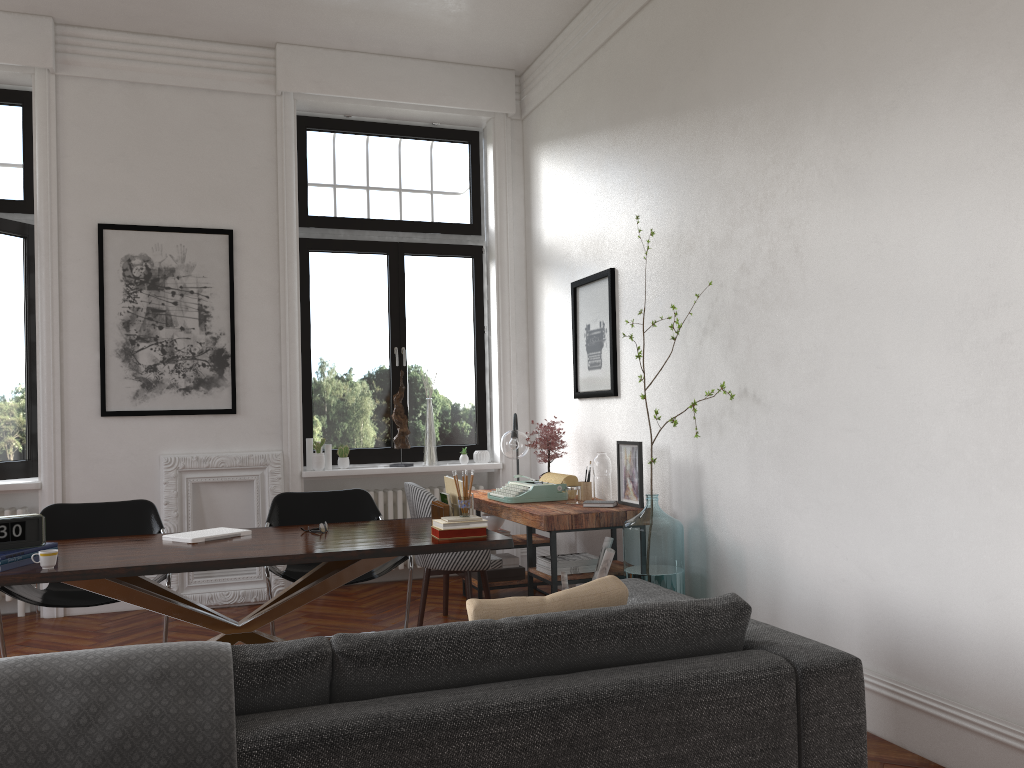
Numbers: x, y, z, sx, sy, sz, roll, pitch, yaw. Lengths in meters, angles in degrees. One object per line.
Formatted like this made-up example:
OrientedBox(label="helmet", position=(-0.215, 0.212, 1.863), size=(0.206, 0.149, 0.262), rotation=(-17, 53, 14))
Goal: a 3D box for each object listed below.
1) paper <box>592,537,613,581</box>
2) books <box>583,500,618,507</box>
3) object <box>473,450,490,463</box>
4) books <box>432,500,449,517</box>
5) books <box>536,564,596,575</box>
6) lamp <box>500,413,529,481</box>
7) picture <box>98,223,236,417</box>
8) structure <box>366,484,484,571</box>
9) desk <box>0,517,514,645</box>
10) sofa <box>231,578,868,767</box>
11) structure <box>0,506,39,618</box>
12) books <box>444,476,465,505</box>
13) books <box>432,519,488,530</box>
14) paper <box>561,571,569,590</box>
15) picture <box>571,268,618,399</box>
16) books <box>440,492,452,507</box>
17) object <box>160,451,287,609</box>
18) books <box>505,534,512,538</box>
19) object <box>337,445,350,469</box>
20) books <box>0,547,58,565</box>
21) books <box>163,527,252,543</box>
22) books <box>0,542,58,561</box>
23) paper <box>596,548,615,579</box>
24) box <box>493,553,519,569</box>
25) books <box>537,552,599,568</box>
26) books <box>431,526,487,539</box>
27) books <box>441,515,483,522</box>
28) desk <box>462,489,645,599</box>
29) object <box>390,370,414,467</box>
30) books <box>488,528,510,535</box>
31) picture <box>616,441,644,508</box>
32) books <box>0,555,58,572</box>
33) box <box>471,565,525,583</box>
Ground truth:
OrientedBox(label="paper", position=(0.419, 1.132, 4.697), size=(0.294, 0.626, 0.047), rotation=(-1, -1, -27))
OrientedBox(label="books", position=(0.492, 0.688, 5.103), size=(0.213, 0.031, 0.129), rotation=(-2, -2, 18))
OrientedBox(label="object", position=(-0.245, 0.586, 7.145), size=(0.132, 0.097, 0.134), rotation=(-3, -2, 40))
OrientedBox(label="books", position=(-0.341, 0.626, 4.230), size=(0.028, 0.124, 0.221), rotation=(-1, -2, -20))
OrientedBox(label="books", position=(0.317, 1.021, 4.939), size=(0.308, 0.038, 0.225), rotation=(-1, -2, -20))
OrientedBox(label="lamp", position=(0.027, 0.480, 6.263), size=(0.207, 0.549, 0.442), rotation=(-1, -1, 4))
OrientedBox(label="picture", position=(-2.403, -0.441, 6.205), size=(0.882, 1.323, 0.035), rotation=(-1, -1, -19))
OrientedBox(label="structure", position=(-0.860, 1.212, 6.967), size=(1.453, 0.778, 0.225), rotation=(-1, -1, -19))
OrientedBox(label="desk", position=(-1.201, 1.070, 3.896), size=(2.226, 0.751, 1.030), rotation=(-1, -2, -19))
OrientedBox(label="sofa", position=(-0.536, 1.009, 2.416), size=(2.644, 0.828, 1.263), rotation=(-1, -2, -19))
OrientedBox(label="structure", position=(-3.945, 1.245, 5.876), size=(1.453, 0.778, 0.225), rotation=(-1, -1, -19))
OrientedBox(label="books", position=(-0.266, 0.570, 4.282), size=(0.043, 0.239, 0.310), rotation=(-1, -2, -20))
OrientedBox(label="books", position=(-0.232, 0.619, 3.942), size=(0.207, 0.028, 0.164), rotation=(-1, -2, -21))
OrientedBox(label="paper", position=(0.292, 1.204, 4.571), size=(0.073, 0.478, 0.033), rotation=(-2, -1, 17))
OrientedBox(label="picture", position=(0.548, -0.317, 5.904), size=(0.050, 0.816, 0.634), rotation=(-1, -1, -20))
OrientedBox(label="books", position=(-0.312, 0.605, 4.286), size=(0.041, 0.157, 0.128), rotation=(-1, -1, -20))
OrientedBox(label="object", position=(-2.014, 1.018, 6.213), size=(0.830, 1.062, 0.234), rotation=(-1, -1, -19))
OrientedBox(label="books", position=(-0.136, 1.062, 6.215), size=(0.209, 0.023, 0.251), rotation=(-1, -2, -20))
OrientedBox(label="object", position=(-1.282, 0.553, 6.763), size=(0.097, 0.185, 0.099), rotation=(-1, -1, 3))
OrientedBox(label="books", position=(-1.970, 0.661, 3.413), size=(0.250, 0.017, 0.344), rotation=(-2, -2, 5))
OrientedBox(label="books", position=(-1.403, 0.698, 4.090), size=(0.231, 0.026, 0.325), rotation=(-3, -2, 35))
OrientedBox(label="books", position=(-1.971, 0.644, 3.414), size=(0.250, 0.017, 0.344), rotation=(-2, -2, 5))
OrientedBox(label="paper", position=(0.404, 1.124, 4.495), size=(0.047, 0.609, 0.330), rotation=(-1, -1, -39))
OrientedBox(label="box", position=(-0.108, 1.248, 6.245), size=(0.256, 0.066, 0.238), rotation=(-1, -2, -19))
OrientedBox(label="books", position=(0.322, 0.986, 4.950), size=(0.308, 0.038, 0.225), rotation=(-1, -2, -19))
OrientedBox(label="books", position=(-0.237, 0.653, 3.935), size=(0.215, 0.040, 0.159), rotation=(-1, -2, -17))
OrientedBox(label="books", position=(-0.225, 0.600, 3.957), size=(0.159, 0.008, 0.128), rotation=(-1, -2, -18))
OrientedBox(label="desk", position=(0.182, 1.109, 5.638), size=(0.647, 0.757, 1.799), rotation=(-1, -2, -20))
OrientedBox(label="object", position=(-0.862, 0.267, 6.853), size=(0.165, 0.753, 0.143), rotation=(-2, -1, 23))
OrientedBox(label="books", position=(-0.137, 1.041, 6.218), size=(0.190, 0.022, 0.239), rotation=(-1, -2, -20))
OrientedBox(label="picture", position=(0.675, 0.512, 5.072), size=(0.023, 0.369, 0.282), rotation=(-1, -1, -20))
OrientedBox(label="books", position=(-1.982, 0.684, 3.422), size=(0.264, 0.027, 0.347), rotation=(-2, -2, 5))
OrientedBox(label="box", position=(-0.105, 1.324, 6.241), size=(0.317, 0.082, 0.296), rotation=(-1, -2, -19))
